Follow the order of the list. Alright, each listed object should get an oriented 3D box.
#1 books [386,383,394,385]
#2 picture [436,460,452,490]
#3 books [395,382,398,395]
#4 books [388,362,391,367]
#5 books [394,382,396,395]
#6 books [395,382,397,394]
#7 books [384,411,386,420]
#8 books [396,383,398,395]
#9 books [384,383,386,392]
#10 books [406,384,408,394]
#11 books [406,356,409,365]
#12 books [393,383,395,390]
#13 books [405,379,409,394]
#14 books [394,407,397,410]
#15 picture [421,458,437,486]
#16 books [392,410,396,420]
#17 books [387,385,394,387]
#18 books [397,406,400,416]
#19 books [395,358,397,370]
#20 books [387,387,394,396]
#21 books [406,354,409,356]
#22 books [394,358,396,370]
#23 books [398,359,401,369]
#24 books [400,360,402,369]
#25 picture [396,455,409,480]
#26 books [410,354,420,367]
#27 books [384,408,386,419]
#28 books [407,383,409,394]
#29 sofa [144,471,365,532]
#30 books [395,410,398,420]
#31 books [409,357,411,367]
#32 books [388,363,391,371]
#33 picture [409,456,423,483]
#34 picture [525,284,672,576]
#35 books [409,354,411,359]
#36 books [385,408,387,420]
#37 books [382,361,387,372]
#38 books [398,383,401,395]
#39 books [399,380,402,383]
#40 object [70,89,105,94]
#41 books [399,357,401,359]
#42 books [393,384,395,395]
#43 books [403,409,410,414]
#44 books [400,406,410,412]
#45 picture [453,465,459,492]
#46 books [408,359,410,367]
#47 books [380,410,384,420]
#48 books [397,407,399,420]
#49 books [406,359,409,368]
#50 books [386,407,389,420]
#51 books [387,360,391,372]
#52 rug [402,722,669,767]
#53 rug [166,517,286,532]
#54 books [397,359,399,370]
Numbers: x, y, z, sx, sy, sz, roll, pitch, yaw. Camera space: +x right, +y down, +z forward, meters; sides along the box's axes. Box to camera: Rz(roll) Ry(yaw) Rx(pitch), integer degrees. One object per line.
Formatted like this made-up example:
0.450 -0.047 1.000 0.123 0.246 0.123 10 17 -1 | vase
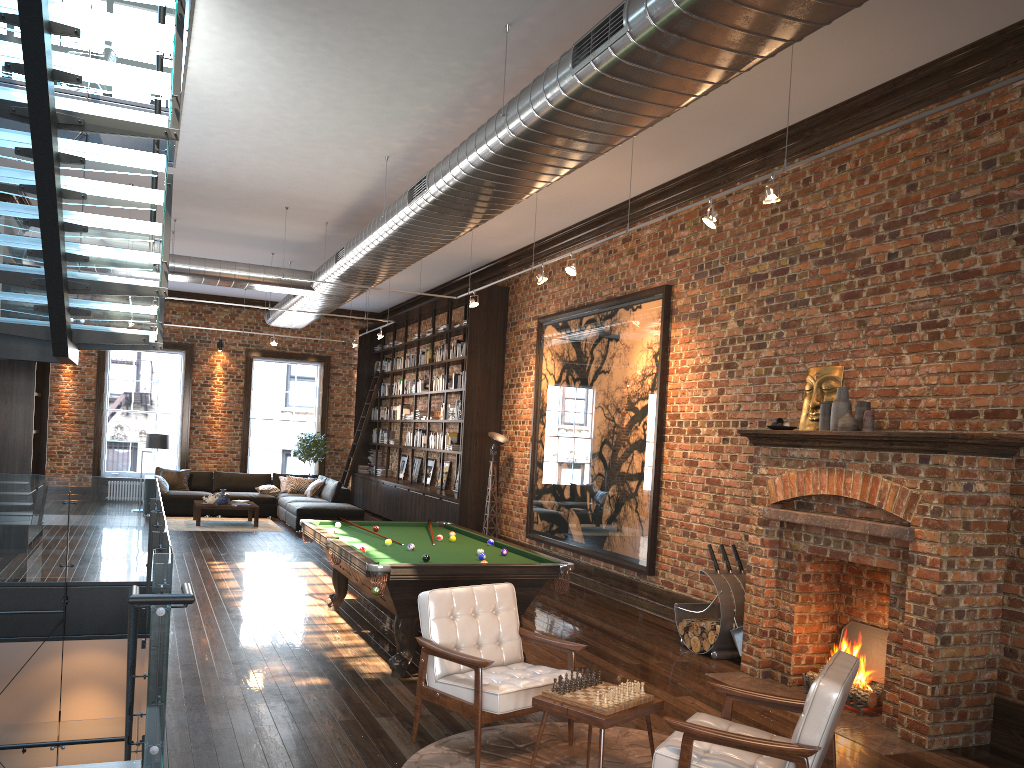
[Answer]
-2.601 0.134 18.984 0.191 0.281 0.006 3 1 -23 | books
-1.202 1.592 15.573 0.112 0.498 0.507 3 -1 -22 | picture
-2.303 0.104 18.281 0.174 0.286 0.091 3 1 -22 | books
-2.545 -0.344 18.902 0.181 0.220 0.014 3 1 -23 | books
-2.354 0.111 18.387 0.174 0.283 0.112 3 1 -22 | books
-2.321 0.108 18.359 0.174 0.286 0.091 3 1 -22 | books
-2.642 0.681 19.004 0.176 0.195 0.031 4 1 -23 | books
-2.285 0.115 18.197 0.175 0.256 0.027 3 1 -23 | books
-2.663 0.133 19.119 0.184 0.293 0.006 3 1 -23 | books
-2.001 0.107 17.529 0.183 0.218 0.034 4 1 -23 | books
-2.001 -0.422 17.569 0.192 0.267 0.016 3 1 -23 | books
-2.387 0.118 18.496 0.174 0.280 0.128 3 0 -22 | books
-2.030 0.062 17.598 0.183 0.314 0.013 3 1 -23 | books
-2.338 0.618 18.295 0.178 0.264 0.041 3 1 -23 | books
-1.535 1.624 16.378 0.112 0.498 0.507 3 -1 -22 | picture
-2.347 0.645 18.246 0.236 0.202 0.046 4 1 -23 | books
-2.576 0.149 18.917 0.166 0.250 0.079 3 1 -22 | books
-2.239 0.597 18.038 0.184 0.284 0.011 3 1 -23 | books
-2.329 -0.393 18.378 0.184 0.275 0.013 3 1 -23 | books
-2.577 0.167 18.896 0.186 0.210 0.069 4 1 -23 | books
-2.035 -0.440 17.696 0.166 0.316 0.016 3 1 -23 | books
-2.364 -0.392 18.466 0.188 0.280 0.028 3 1 -23 | books
-2.242 -0.383 18.166 0.156 0.238 0.033 3 1 -23 | books
-2.182 -0.376 17.988 0.179 0.208 0.033 4 1 -23 | books
-2.233 1.692 18.063 0.112 0.498 0.507 3 -1 -22 | picture
-1.896 -0.442 17.327 0.176 0.289 0.030 3 1 -23 | books
-2.669 0.651 19.094 0.180 0.263 0.015 3 1 -23 | books
-1.986 0.104 17.503 0.161 0.223 0.025 3 1 -23 | books
-4.752 2.065 16.001 3.506 0.804 3.447 5 -4 -22 | sofa
-2.301 0.642 18.204 0.186 0.208 0.017 4 1 -23 | books
-1.919 -0.409 17.368 0.172 0.226 0.030 3 1 -23 | books
-2.544 -0.342 18.881 0.173 0.214 0.024 3 1 -23 | books
-1.858 1.656 17.157 0.112 0.498 0.507 3 -1 -22 | picture
0.913 0.541 10.605 0.080 3.003 3.197 3 -1 -22 | picture
-1.955 -0.434 17.483 0.160 0.286 0.014 3 1 -23 | books
-2.603 0.650 18.941 0.187 0.253 0.017 3 1 -23 | books
-2.677 -0.352 19.142 0.235 0.252 0.028 4 1 -23 | books
-2.213 0.115 18.035 0.181 0.242 0.035 3 1 -23 | books
-2.222 0.080 18.056 0.171 0.315 0.013 3 1 -23 | books
-4.689 -3.311 9.835 0.541 0.769 0.519 3 0 -12 | object
-2.235 -0.404 18.194 0.160 0.285 0.014 3 1 -23 | books
-2.375 0.116 18.444 0.174 0.280 0.128 3 0 -22 | books
-2.124 0.615 17.804 0.148 0.232 0.036 3 1 -23 | books
-2.159 0.588 17.845 0.189 0.287 0.013 3 1 -23 | books
-0.838 1.556 14.693 0.112 0.498 0.507 3 -1 -22 | picture
-1.954 -0.385 17.459 0.177 0.185 0.035 4 1 -23 | books
-2.720 0.671 19.150 0.232 0.225 0.024 4 1 -23 | books
-2.229 0.605 17.995 0.190 0.263 0.010 3 1 -23 | books
-1.987 -0.392 17.508 0.187 0.200 0.030 4 1 -23 | books
-2.594 0.636 18.903 0.164 0.278 0.013 3 1 -23 | books
-2.580 -0.373 18.951 0.191 0.280 0.017 3 1 -23 | books
0.411 2.015 4.438 1.973 0.015 1.969 5 -4 -21 | rug
-5.054 2.398 15.178 2.025 0.003 2.113 5 -4 -22 | rug
-2.278 -0.387 18.266 0.178 0.255 0.036 3 1 -23 | books
